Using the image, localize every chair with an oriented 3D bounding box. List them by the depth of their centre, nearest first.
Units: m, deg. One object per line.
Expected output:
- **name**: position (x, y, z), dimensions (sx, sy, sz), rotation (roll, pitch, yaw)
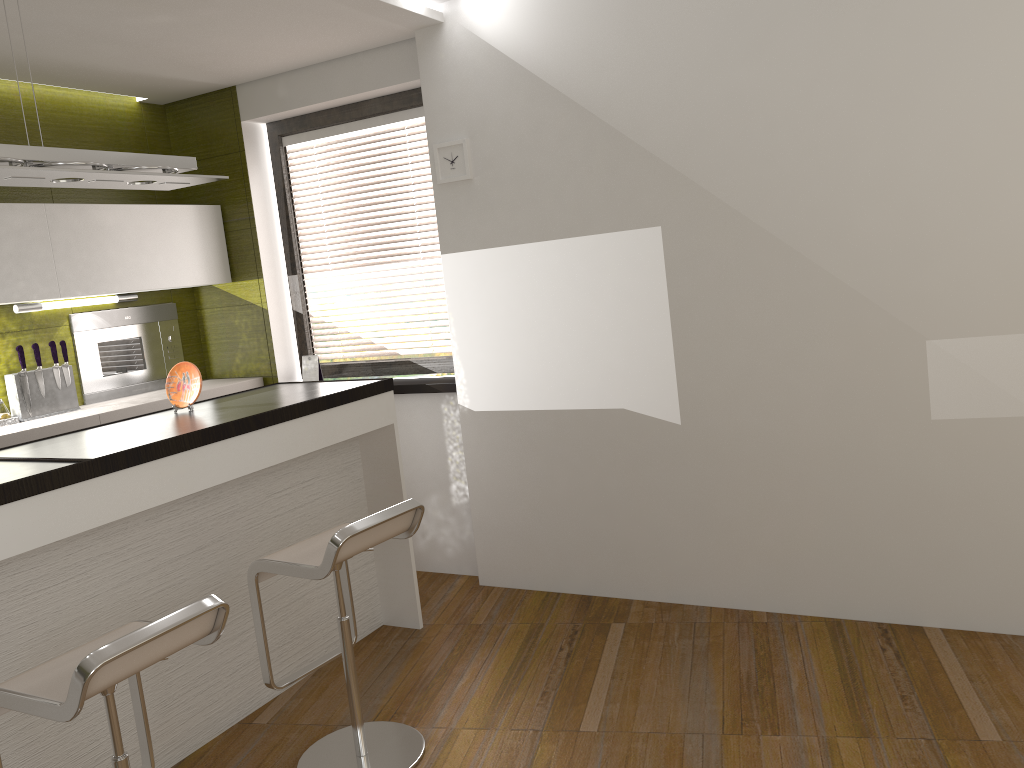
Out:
- **chair**: position (-0.926, 0.959, 2.144), dimensions (0.460, 0.857, 0.418), rotation (-2, 9, 29)
- **chair**: position (-0.526, 0.817, 2.877), dimensions (0.460, 0.857, 0.418), rotation (-1, 9, 34)

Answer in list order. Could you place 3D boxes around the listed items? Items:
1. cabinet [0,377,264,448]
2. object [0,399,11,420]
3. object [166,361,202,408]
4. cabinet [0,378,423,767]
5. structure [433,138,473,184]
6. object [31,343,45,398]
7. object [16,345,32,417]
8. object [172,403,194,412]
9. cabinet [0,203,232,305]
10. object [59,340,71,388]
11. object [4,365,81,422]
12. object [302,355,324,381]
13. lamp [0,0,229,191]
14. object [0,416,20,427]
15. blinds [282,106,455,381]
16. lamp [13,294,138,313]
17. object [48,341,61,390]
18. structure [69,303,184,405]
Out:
- **cabinet**: position (-2.251, 0.749, 3.927), dimensions (0.465, 1.086, 2.940), rotation (-2, 9, 29)
- **object**: position (-2.337, 0.120, 4.065), dimensions (0.059, 0.121, 0.059), rotation (-7, 8, -4)
- **object**: position (-1.284, 0.003, 3.471), dimensions (0.184, 0.178, 0.055), rotation (-3, 8, 25)
- **cabinet**: position (-1.440, 0.788, 2.788), dimensions (0.663, 1.134, 2.947), rotation (-2, 9, 29)
- **structure**: position (-0.272, -1.022, 4.079), dimensions (0.180, 0.180, 0.026), rotation (-2, 9, 29)
- **object**: position (-2.230, -0.061, 4.177), dimensions (0.013, 0.264, 0.042), rotation (-2, 9, 29)
- **object**: position (-2.264, -0.011, 4.114), dimensions (0.013, 0.339, 0.046), rotation (-2, 9, 29)
- **object**: position (-1.280, 0.040, 3.475), dimensions (0.088, 0.131, 0.072), rotation (-3, 8, 24)
- **cabinet**: position (-2.538, 0.303, 3.691), dimensions (0.724, 2.089, 3.471), rotation (-2, 9, 29)
- **object**: position (-2.165, -0.096, 4.296), dimensions (0.013, 0.231, 0.040), rotation (-2, 9, 29)
- **object**: position (-2.240, 0.044, 4.235), dimensions (0.107, 0.227, 0.293), rotation (-2, 9, 29)
- **object**: position (-1.102, -0.072, 4.882), dimensions (0.106, 0.169, 0.057), rotation (-3, 8, 24)
- **lamp**: position (-1.623, -0.950, 2.593), dimensions (0.326, 0.683, 1.677), rotation (-2, 9, 29)
- **object**: position (-2.331, 0.174, 4.073), dimensions (0.107, 0.032, 0.107), rotation (0, 10, 40)
- **blinds**: position (-2.145, -3.646, 8.385), dimensions (16.000, 12.704, 9.030), rotation (-9, 8, -21)
- **lamp**: position (-2.188, -0.411, 4.491), dimensions (0.095, 0.041, 0.716), rotation (-2, 9, 29)
- **object**: position (-2.189, -0.087, 4.253), dimensions (0.013, 0.243, 0.036), rotation (-2, 9, 29)
- **structure**: position (-2.050, -0.175, 4.797), dimensions (0.015, 0.469, 0.663), rotation (-2, 9, 29)
